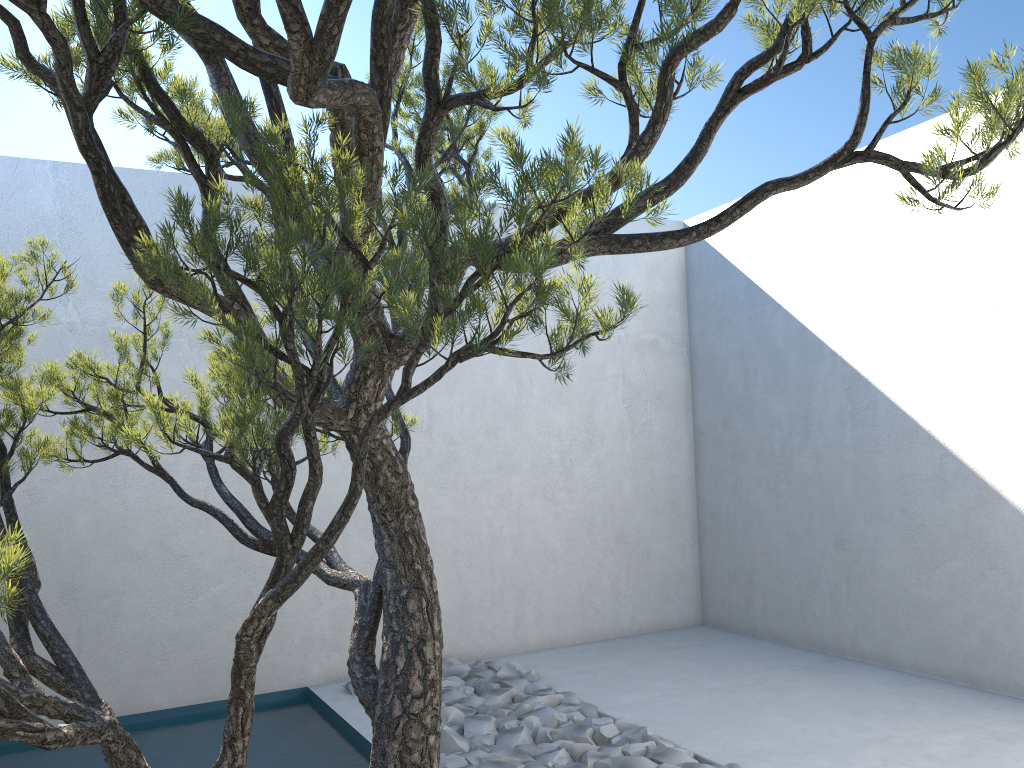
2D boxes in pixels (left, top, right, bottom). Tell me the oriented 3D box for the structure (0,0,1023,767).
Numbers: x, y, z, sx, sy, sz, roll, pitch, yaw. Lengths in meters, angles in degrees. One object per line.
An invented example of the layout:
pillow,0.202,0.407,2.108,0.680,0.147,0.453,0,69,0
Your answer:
structure,-0.535,-0.108,1.729,2.584,3.464,2.527,-1,-2,-34
